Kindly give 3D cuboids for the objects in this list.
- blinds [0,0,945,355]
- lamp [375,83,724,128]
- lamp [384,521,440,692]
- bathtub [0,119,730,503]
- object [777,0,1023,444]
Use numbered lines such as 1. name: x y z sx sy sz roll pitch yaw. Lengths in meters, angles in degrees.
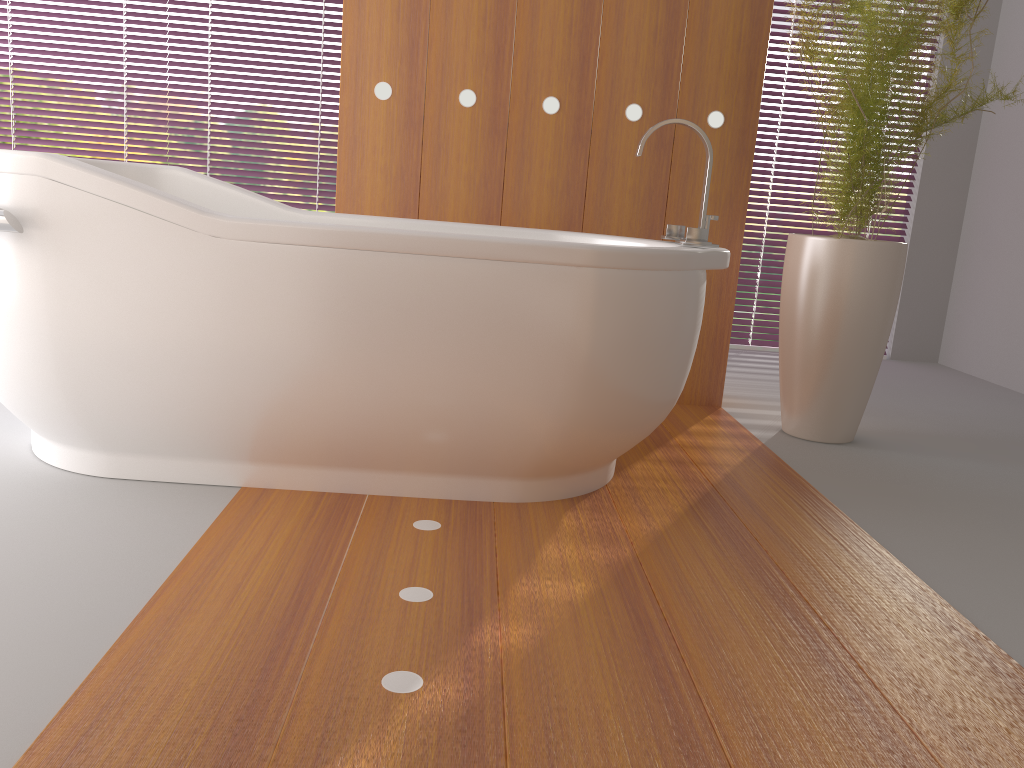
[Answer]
1. blinds: -0.274 -1.306 4.410 4.712 2.022 0.032 4 12 -3
2. lamp: 0.131 -0.930 2.960 1.169 0.052 0.001 4 12 -3
3. lamp: -1.677 0.475 0.361 3.173 0.001 2.893 4 12 -3
4. bathtub: -0.391 -0.271 2.243 1.874 0.900 0.888 4 12 -3
5. object: 1.147 -0.577 2.695 0.683 1.557 1.335 11 13 29
